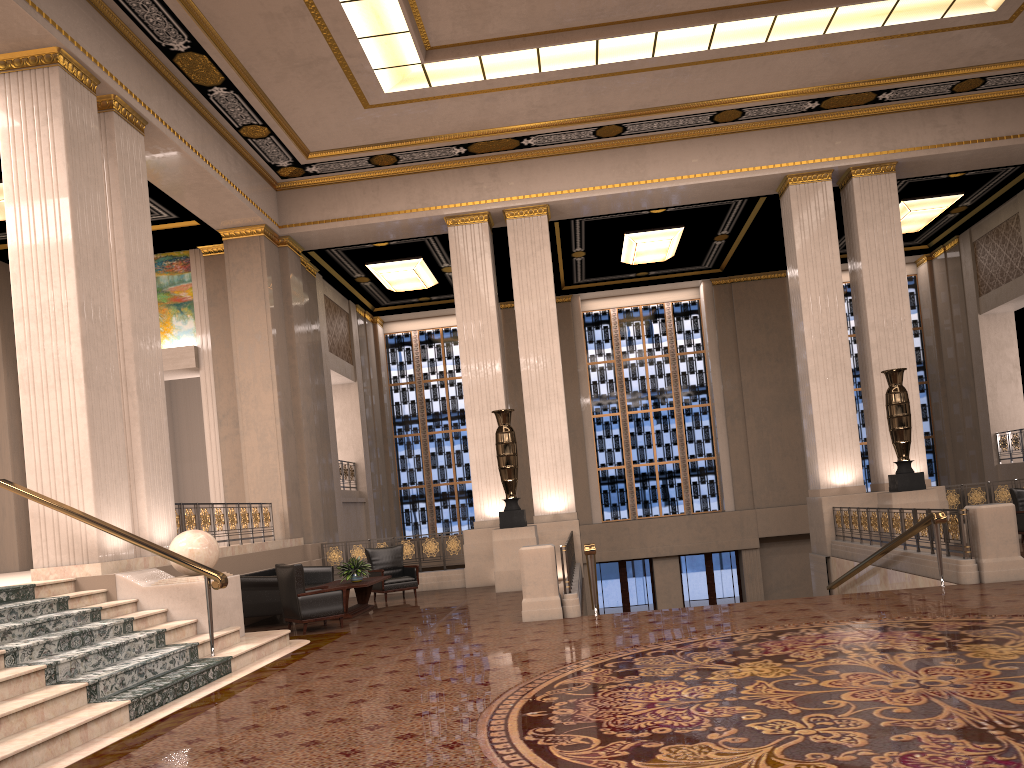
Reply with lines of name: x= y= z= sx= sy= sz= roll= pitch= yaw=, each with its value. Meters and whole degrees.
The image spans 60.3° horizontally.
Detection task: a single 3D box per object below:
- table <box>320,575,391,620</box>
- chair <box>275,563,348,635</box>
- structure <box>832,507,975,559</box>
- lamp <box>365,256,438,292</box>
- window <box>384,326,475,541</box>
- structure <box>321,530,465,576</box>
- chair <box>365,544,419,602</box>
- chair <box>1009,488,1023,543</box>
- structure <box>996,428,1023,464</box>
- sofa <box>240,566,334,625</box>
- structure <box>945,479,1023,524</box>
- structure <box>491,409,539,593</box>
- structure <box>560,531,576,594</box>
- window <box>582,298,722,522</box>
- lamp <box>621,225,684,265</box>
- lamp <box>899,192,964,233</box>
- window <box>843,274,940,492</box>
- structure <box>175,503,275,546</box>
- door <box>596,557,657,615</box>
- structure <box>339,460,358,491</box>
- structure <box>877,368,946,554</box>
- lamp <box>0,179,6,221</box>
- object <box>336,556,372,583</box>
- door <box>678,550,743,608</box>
table: x=-2.232 y=2.984 z=12.304 sx=0.839 sy=0.433 sz=1.487 roll=-6 pitch=-8 yaw=4
chair: x=-2.445 y=2.577 z=10.720 sx=0.715 sy=0.841 sz=0.654 roll=-2 pitch=-5 yaw=-36
structure: x=5.015 y=1.924 z=11.793 sx=0.079 sy=0.533 sz=4.975 roll=-6 pitch=-8 yaw=3
lamp: x=-2.311 y=-2.296 z=18.865 sx=1.168 sy=0.213 sz=2.032 roll=-6 pitch=-8 yaw=4
window: x=-1.575 y=1.209 z=22.553 sx=2.990 sy=5.340 sz=0.069 roll=-6 pitch=-2 yaw=5
structure: x=-2.052 y=2.977 z=15.269 sx=2.537 sy=0.653 sz=0.032 roll=-6 pitch=-2 yaw=5
chair: x=-1.894 y=2.987 z=13.967 sx=0.645 sy=0.840 sz=0.724 roll=-3 pitch=-5 yaw=-31
chair: x=7.963 y=1.942 z=13.170 sx=0.647 sy=0.840 sz=0.722 roll=-5 pitch=-4 yaw=-1
structure: x=10.348 y=1.240 z=17.857 sx=0.031 sy=0.663 sz=2.172 roll=-6 pitch=-7 yaw=4
sofa: x=-3.156 y=2.948 z=12.385 sx=0.875 sy=0.702 sz=1.937 roll=-6 pitch=-7 yaw=4
structure: x=8.309 y=1.878 z=14.428 sx=2.537 sy=0.653 sz=0.032 roll=-6 pitch=-2 yaw=5
structure: x=0.000 y=1.795 z=13.720 sx=0.701 sy=2.779 sz=0.702 roll=-6 pitch=-2 yaw=4
structure: x=0.816 y=2.369 z=12.134 sx=0.079 sy=0.533 sz=4.974 roll=-6 pitch=-8 yaw=5
window: x=3.488 y=0.672 z=22.141 sx=2.990 sy=5.340 sz=0.069 roll=-6 pitch=-2 yaw=5
lamp: x=2.907 y=-2.850 z=18.441 sx=1.168 sy=0.213 sz=2.032 roll=-6 pitch=-8 yaw=4
lamp: x=8.215 y=-3.413 z=18.009 sx=1.168 sy=0.213 sz=2.032 roll=-6 pitch=-8 yaw=4
window: x=8.726 y=0.116 z=21.716 sx=2.990 sy=5.340 sz=0.069 roll=-6 pitch=-2 yaw=5
structure: x=-4.058 y=2.003 z=12.545 sx=0.032 sy=0.620 sz=3.723 roll=-6 pitch=-8 yaw=4
door: x=2.823 y=5.641 z=21.629 sx=1.493 sy=2.715 sz=0.155 roll=-6 pitch=-2 yaw=5
structure: x=-3.650 y=1.980 z=19.008 sx=0.031 sy=0.663 sz=2.172 roll=-6 pitch=-7 yaw=4
structure: x=5.882 y=1.171 z=13.242 sx=0.701 sy=2.779 sz=0.702 roll=-6 pitch=-2 yaw=4
lamp: x=-7.496 y=-2.647 z=12.945 sx=1.717 sy=0.213 sz=1.177 roll=-6 pitch=-8 yaw=4
object: x=-2.181 y=2.553 z=12.192 sx=0.506 sy=0.374 sz=0.524 roll=-10 pitch=-7 yaw=37
door: x=4.895 y=5.421 z=21.460 sx=1.493 sy=2.715 sz=0.155 roll=-6 pitch=-2 yaw=5
